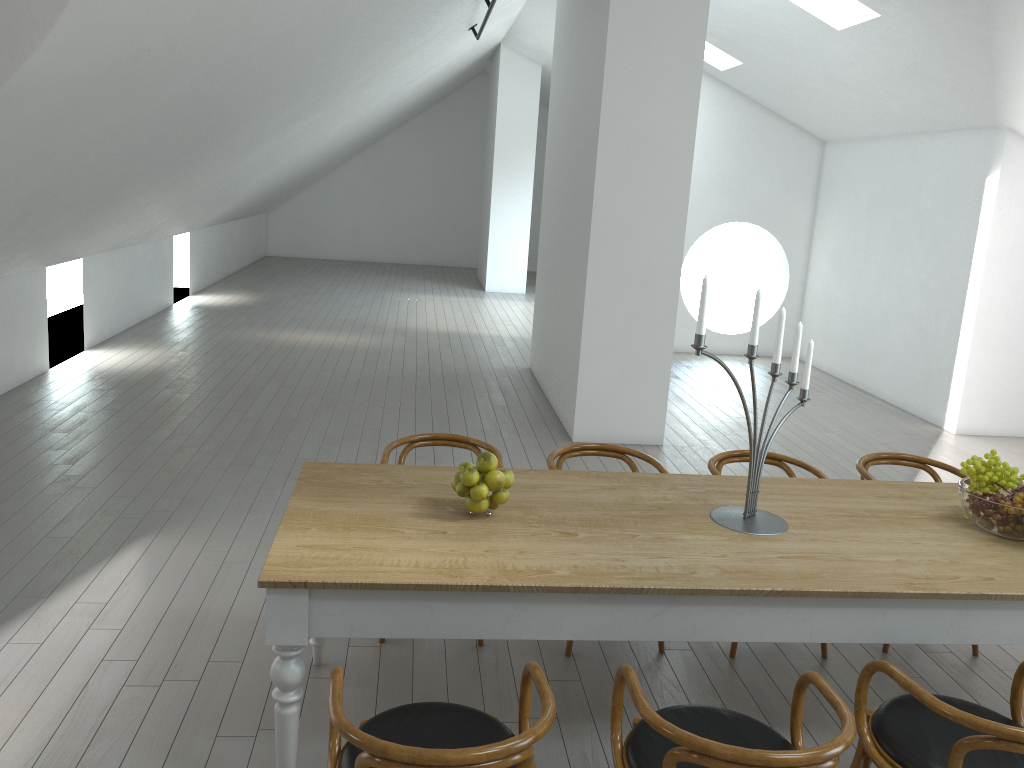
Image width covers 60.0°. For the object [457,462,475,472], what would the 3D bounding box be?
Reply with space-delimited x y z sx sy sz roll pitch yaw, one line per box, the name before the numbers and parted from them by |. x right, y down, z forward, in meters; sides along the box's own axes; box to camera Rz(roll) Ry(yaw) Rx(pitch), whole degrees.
object | -0.154 0.295 3.005 0.062 0.063 0.063 -7 17 -43

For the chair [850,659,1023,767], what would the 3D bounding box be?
chair | 1.243 1.099 2.403 0.527 0.731 0.625 2 12 -10

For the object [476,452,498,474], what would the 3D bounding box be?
object | -0.083 0.260 2.927 0.072 0.074 0.073 3 12 -7

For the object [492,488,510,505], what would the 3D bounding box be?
object | -0.038 0.369 2.922 0.059 0.055 0.060 1 12 -12

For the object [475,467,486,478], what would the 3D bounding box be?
object | -0.099 0.286 2.986 0.053 0.057 0.058 6 12 8

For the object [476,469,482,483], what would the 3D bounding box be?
object | -0.124 0.307 2.924 0.053 0.050 0.053 -4 15 -35

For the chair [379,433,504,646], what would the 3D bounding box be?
chair | -0.322 0.652 3.889 0.527 0.731 0.625 3 12 -4

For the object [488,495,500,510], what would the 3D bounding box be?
object | -0.064 0.396 2.969 0.051 0.050 0.050 3 12 -3

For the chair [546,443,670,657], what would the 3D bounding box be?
chair | 0.402 0.699 3.905 0.527 0.731 0.625 2 12 -11

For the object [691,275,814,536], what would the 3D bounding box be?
object | 0.790 0.054 2.952 0.775 0.870 0.267 -4 14 -32

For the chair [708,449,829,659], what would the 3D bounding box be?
chair | 1.126 0.734 3.973 0.527 0.731 0.625 3 12 -7

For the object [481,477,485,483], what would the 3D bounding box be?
object | -0.075 0.328 3.013 0.071 0.072 0.071 -7 16 -41

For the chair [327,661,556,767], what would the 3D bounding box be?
chair | -0.192 1.047 2.188 0.527 0.731 0.625 2 12 -10

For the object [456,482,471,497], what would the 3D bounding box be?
object | -0.158 0.344 2.900 0.053 0.053 0.051 1 12 -15

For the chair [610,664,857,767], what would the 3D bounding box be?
chair | 0.527 1.081 2.261 0.527 0.731 0.625 3 12 -4

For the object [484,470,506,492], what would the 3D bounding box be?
object | -0.055 0.317 2.900 0.072 0.071 0.066 -5 15 -37

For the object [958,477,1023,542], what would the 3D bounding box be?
object | 1.738 0.456 3.085 0.360 0.159 0.362 -2 14 -26

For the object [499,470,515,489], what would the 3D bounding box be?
object | -0.028 0.321 2.969 0.072 0.063 0.071 1 12 -13

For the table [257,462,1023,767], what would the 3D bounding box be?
table | 0.898 0.871 3.142 3.348 0.794 1.025 3 12 -7

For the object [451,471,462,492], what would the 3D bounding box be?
object | -0.165 0.329 2.953 0.077 0.076 0.076 -6 15 -39

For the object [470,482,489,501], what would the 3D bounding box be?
object | -0.106 0.349 2.873 0.062 0.059 0.062 3 12 -3

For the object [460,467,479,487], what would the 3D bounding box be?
object | -0.137 0.302 2.872 0.062 0.059 0.062 3 12 -6

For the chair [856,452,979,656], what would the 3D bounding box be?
chair | 1.843 0.756 4.097 0.527 0.731 0.625 3 12 -3

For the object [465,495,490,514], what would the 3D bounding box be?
object | -0.113 0.389 2.922 0.080 0.073 0.078 13 15 37

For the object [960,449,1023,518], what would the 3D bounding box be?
object | 1.754 0.390 3.099 0.293 0.283 0.395 -7 16 -41
